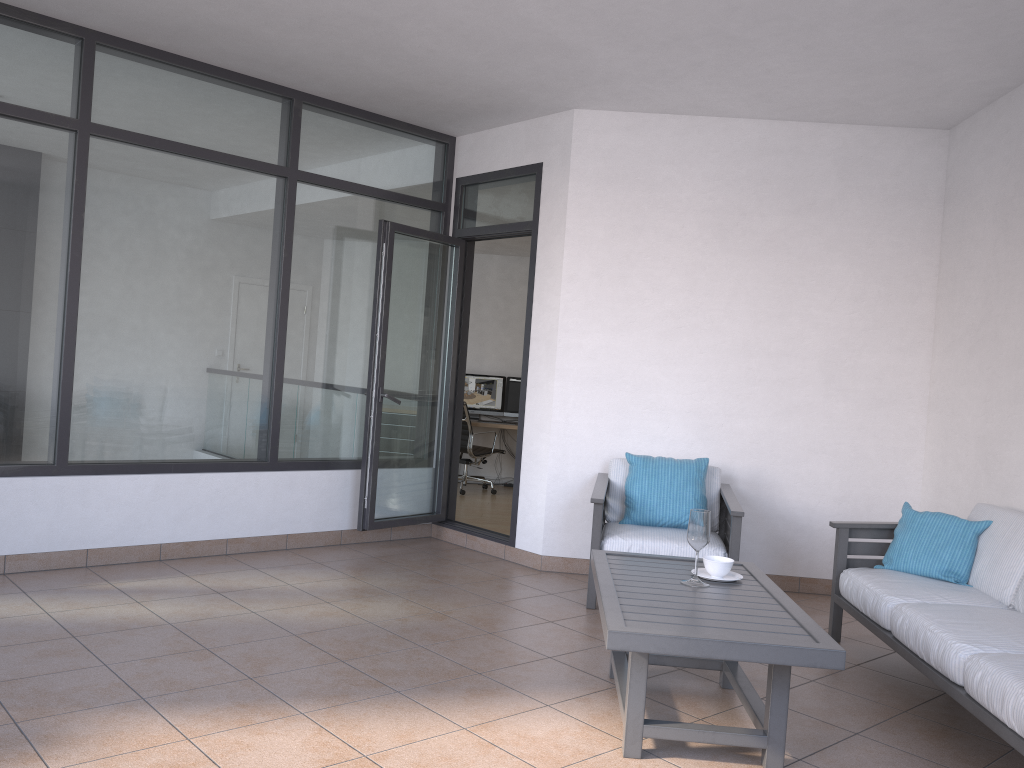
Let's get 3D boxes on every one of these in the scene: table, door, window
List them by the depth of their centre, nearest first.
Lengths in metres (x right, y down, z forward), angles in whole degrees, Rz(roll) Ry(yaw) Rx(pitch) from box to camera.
[{"bbox_3d":[0.657,0.999,3.288,0.710,0.473,1.260,4,1,3],"label":"table"},{"bbox_3d":[-2.399,-0.708,4.818,5.002,2.402,0.170,4,1,-42],"label":"window"},{"bbox_3d":[-0.408,-0.225,5.877,0.924,2.500,0.905,4,1,-42],"label":"door"}]

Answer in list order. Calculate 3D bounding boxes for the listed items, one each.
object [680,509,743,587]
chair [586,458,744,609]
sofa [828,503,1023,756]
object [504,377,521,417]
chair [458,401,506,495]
[{"bbox_3d":[0.778,0.631,3.513,0.337,0.284,0.203,4,1,-36],"label":"object"},{"bbox_3d":[0.852,0.846,5.048,0.797,0.765,0.807,4,1,8],"label":"chair"},{"bbox_3d":[1.941,0.944,3.401,0.807,0.765,2.161,4,1,3],"label":"sofa"},{"bbox_3d":[0.280,0.206,10.294,0.716,0.535,0.190,4,1,8],"label":"object"},{"bbox_3d":[-0.485,0.678,9.751,0.699,0.991,0.664,4,1,-36],"label":"chair"}]
